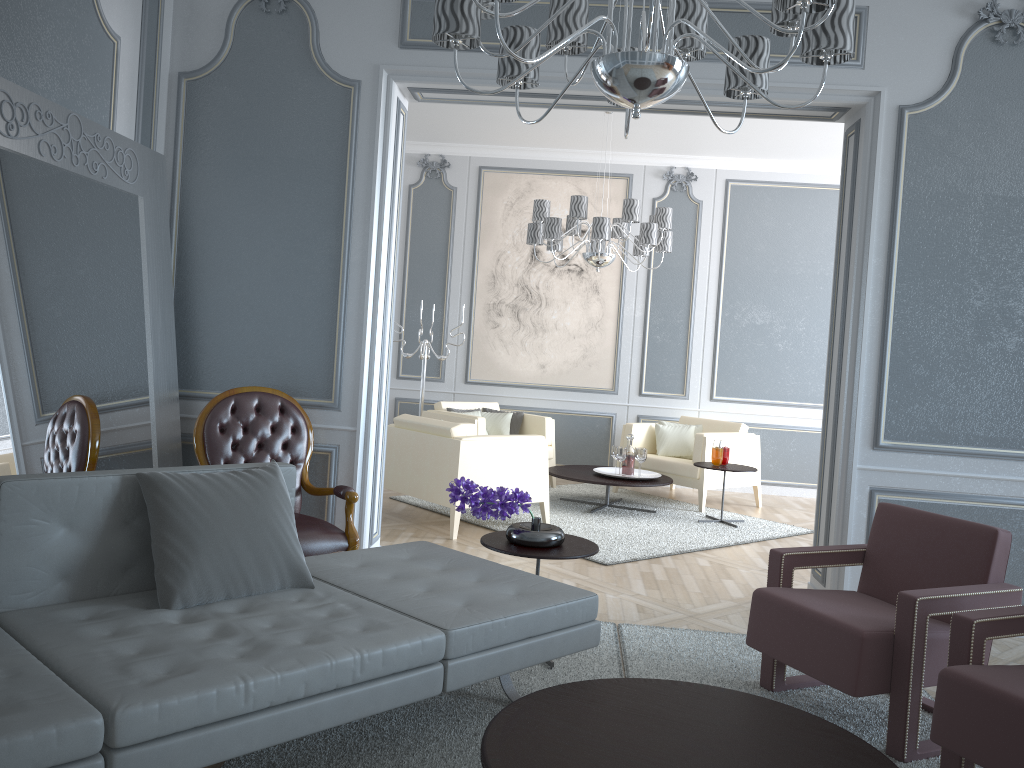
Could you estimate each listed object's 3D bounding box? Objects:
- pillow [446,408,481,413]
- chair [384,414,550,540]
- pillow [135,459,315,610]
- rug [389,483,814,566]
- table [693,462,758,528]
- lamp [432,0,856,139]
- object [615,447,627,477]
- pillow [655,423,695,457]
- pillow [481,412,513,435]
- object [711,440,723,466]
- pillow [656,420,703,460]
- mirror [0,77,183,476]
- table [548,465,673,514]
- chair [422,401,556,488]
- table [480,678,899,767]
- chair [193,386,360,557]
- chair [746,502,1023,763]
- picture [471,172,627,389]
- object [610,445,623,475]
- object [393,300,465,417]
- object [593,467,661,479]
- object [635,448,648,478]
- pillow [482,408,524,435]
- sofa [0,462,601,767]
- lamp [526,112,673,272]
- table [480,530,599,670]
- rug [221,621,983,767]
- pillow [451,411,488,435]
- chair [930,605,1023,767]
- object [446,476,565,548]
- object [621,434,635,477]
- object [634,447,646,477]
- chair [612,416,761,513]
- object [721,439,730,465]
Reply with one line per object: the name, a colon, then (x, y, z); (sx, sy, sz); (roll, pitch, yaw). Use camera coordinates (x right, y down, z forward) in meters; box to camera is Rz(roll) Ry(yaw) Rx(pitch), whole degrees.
pillow: (-0.345, 0.327, 6.864); (0.351, 0.276, 0.184); (2, 2, -40)
chair: (-0.302, 0.519, 5.391); (0.737, 0.620, 0.856); (2, 2, -41)
pillow: (-0.748, 0.401, 2.340); (0.253, 0.354, 0.422); (5, 2, 41)
rug: (0.581, 0.866, 5.890); (1.999, 0.010, 2.002); (2, 3, -41)
table: (1.396, 0.734, 5.858); (0.414, 0.385, 0.414); (2, 2, -38)
lamp: (0.328, -1.190, 2.102); (0.976, 1.119, 0.977); (4, 2, -8)
object: (0.741, 0.534, 6.054); (0.080, 0.196, 0.080); (4, 1, 7)
pillow: (1.257, 0.437, 6.817); (0.312, 0.245, 0.163); (4, 2, -2)
pillow: (-0.160, 0.337, 6.924); (0.312, 0.245, 0.163); (4, 2, 8)
object: (1.359, 0.456, 5.868); (0.075, 0.165, 0.075); (4, 1, -7)
pillow: (1.305, 0.438, 6.892); (0.351, 0.276, 0.184); (4, 2, 10)
mirror: (-1.522, -0.061, 3.143); (0.251, 1.792, 1.401); (4, 2, 4)
table: (0.668, 0.745, 6.180); (0.882, 0.239, 0.883); (4, 2, 2)
chair: (-0.194, 0.469, 6.860); (0.854, 0.620, 0.738); (2, 2, -41)
table: (0.368, 0.893, 1.846); (0.883, 0.239, 0.882); (5, 2, 22)
chair: (-0.958, 0.440, 3.519); (0.572, 0.828, 0.575); (3, 2, -36)
chair: (1.108, 0.710, 2.723); (0.606, 0.620, 0.577); (3, 2, -26)
picture: (0.305, -0.874, 7.457); (1.199, 1.750, 0.001); (4, 1, 4)
object: (0.725, 0.529, 6.151); (0.080, 0.196, 0.080); (4, 1, -13)
object: (-0.710, 0.044, 7.039); (0.446, 1.385, 0.447); (3, 2, -41)
object: (0.793, 0.623, 6.112); (0.468, 0.028, 0.468); (5, 2, 17)
object: (0.880, 0.543, 6.065); (0.080, 0.196, 0.080); (4, 1, -13)
pillow: (-0.101, 0.339, 6.990); (0.351, 0.276, 0.184); (5, 2, 20)
sofa: (-0.790, 0.582, 2.063); (0.810, 0.667, 2.203); (6, 3, 44)
lamp: (0.619, -1.324, 6.061); (0.976, 1.119, 0.977); (4, 2, -8)
table: (0.083, 0.743, 3.094); (0.414, 0.385, 0.414); (4, 2, -8)
rug: (0.296, 1.001, 1.897); (2.018, 0.010, 3.205); (4, 2, 4)
pillow: (-0.318, 0.332, 6.780); (0.163, 0.245, 0.311); (5, 2, 38)
chair: (1.385, 0.754, 2.079); (0.606, 0.620, 0.577); (3, 2, -26)
object: (-0.011, 0.435, 3.037); (0.425, 0.221, 0.206); (3, 2, -26)
object: (0.808, 0.489, 6.119); (0.086, 0.290, 0.086); (4, 1, 25)
object: (0.886, 0.540, 6.149); (0.080, 0.196, 0.080); (4, 1, -13)
chair: (1.342, 0.577, 6.748); (0.737, 0.620, 0.856); (2, 2, -41)
object: (1.418, 0.457, 5.932); (0.075, 0.165, 0.075); (3, 2, -37)
